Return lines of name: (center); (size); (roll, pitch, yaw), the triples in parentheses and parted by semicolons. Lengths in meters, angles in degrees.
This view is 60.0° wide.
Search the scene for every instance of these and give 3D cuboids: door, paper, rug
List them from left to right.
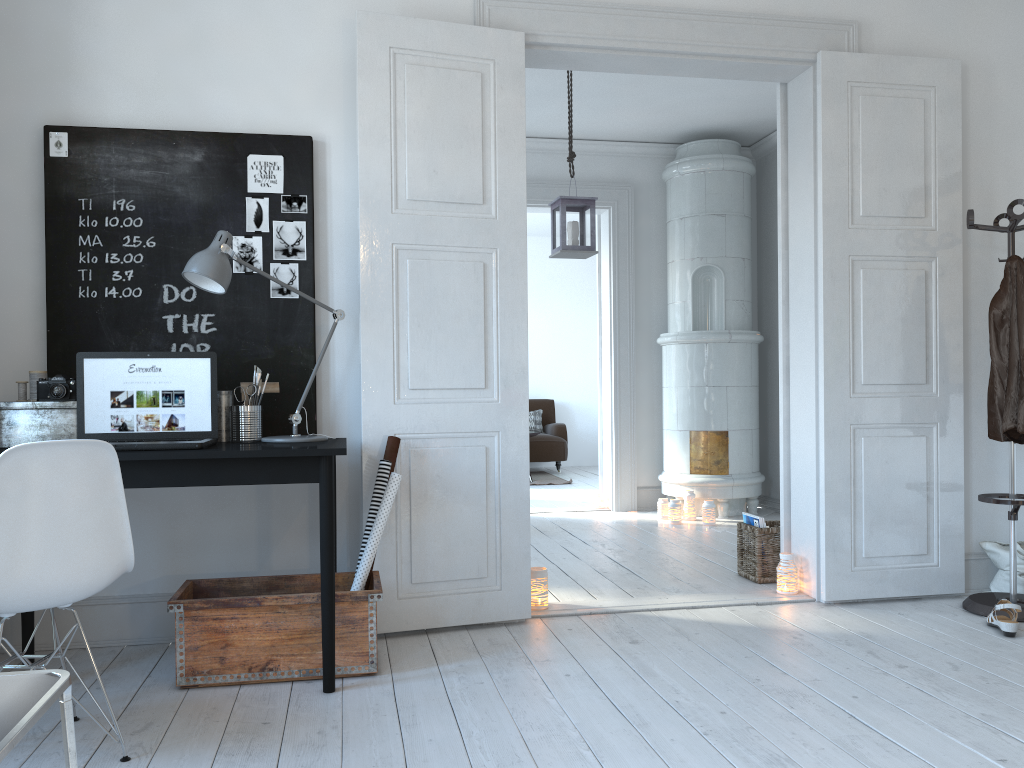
paper: (-0.518, 0.608, 3.123); (0.043, 0.669, 0.266); (0, 1, 35)
paper: (-0.506, 0.624, 3.065); (0.283, 0.626, 0.041); (-1, 1, -32)
paper: (-0.505, 0.566, 3.196); (0.048, 0.747, 0.297); (0, 1, 35)
rug: (-0.347, 0.985, 9.369); (1.710, 0.055, 1.456); (-1, -1, -10)
door: (0.098, -0.267, 6.783); (2.598, 2.506, 0.577); (-1, 0, -11)
door: (0.654, -0.300, 3.819); (2.598, 2.506, 0.577); (-1, 0, -11)

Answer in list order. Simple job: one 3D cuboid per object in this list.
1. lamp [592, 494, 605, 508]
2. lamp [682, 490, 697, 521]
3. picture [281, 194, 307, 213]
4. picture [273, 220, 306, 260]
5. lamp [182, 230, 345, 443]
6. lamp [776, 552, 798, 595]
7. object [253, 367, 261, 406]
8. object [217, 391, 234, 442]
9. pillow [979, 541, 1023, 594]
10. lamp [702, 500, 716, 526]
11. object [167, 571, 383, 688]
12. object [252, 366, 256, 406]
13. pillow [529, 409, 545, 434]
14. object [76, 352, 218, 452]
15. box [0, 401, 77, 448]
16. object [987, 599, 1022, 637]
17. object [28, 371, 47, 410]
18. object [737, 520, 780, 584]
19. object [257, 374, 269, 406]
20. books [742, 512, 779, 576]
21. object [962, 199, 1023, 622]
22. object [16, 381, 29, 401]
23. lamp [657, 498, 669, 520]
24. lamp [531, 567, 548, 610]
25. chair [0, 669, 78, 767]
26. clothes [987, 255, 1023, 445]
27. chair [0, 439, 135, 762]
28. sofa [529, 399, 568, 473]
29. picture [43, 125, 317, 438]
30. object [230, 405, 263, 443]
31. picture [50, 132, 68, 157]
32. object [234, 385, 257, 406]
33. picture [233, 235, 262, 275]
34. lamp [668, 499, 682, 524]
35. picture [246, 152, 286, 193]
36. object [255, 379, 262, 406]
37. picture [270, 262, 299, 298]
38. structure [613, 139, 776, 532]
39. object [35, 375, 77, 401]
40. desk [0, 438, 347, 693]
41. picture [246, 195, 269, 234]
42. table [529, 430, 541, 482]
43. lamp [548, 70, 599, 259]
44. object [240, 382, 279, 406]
lamp: (0.674, 0.913, 6.913); (0.093, 0.110, 0.093); (-1, 0, 6)
lamp: (1.257, 0.860, 6.282); (0.098, 0.210, 0.098); (-1, 0, -6)
picture: (-0.827, -0.686, 3.367); (0.095, 0.071, 0.001); (-1, 1, -11)
picture: (-0.844, -0.547, 3.364); (0.121, 0.153, 0.002); (-1, 1, -11)
lamp: (-0.846, -0.153, 3.089); (0.616, 0.716, 0.230); (-1, 0, -40)
lamp: (1.229, 0.847, 3.959); (0.093, 0.180, 0.093); (-1, 0, -28)
object: (-0.918, 0.070, 3.160); (0.012, 0.264, 0.062); (0, 1, 32)
object: (-1.042, 0.118, 3.195); (0.079, 0.188, 0.079); (-1, 0, -32)
pillow: (2.259, 0.775, 3.857); (0.317, 0.314, 0.273); (-1, 0, -10)
lamp: (1.344, 0.878, 6.048); (0.089, 0.166, 0.089); (-1, 0, -12)
object: (-0.776, 0.818, 2.985); (0.664, 0.282, 0.339); (-1, 0, -11)
object: (-0.923, 0.067, 3.159); (0.008, 0.267, 0.060); (-1, 0, 6)
pillow: (0.114, 0.439, 10.335); (0.542, 0.288, 0.183); (-1, 0, -10)
object: (-1.189, 0.048, 2.815); (0.445, 0.315, 0.325); (-1, 0, -11)
box: (-1.576, 0.134, 3.006); (0.317, 0.152, 0.193); (-1, 0, -11)
object: (1.870, 0.870, 3.377); (0.099, 0.126, 0.272); (-1, 0, 22)
object: (-1.607, 0.020, 2.974); (0.056, 0.130, 0.167); (-1, 0, -12)
object: (1.274, 0.816, 4.339); (0.270, 0.265, 0.224); (-1, 0, -11)
object: (-0.901, 0.083, 3.148); (0.084, 0.240, 0.009); (-1, 1, -34)
books: (1.260, 0.783, 4.337); (0.201, 0.300, 0.179); (-1, 0, -11)
object: (2.051, 0.104, 3.635); (0.374, 1.658, 0.374); (-1, 0, -3)
object: (-1.673, 0.025, 3.029); (0.040, 0.069, 0.040); (-1, 0, -23)
lamp: (1.084, 0.894, 6.350); (0.084, 0.146, 0.084); (-1, 0, -6)
lamp: (0.108, 0.861, 3.738); (0.089, 0.166, 0.089); (-1, 0, -18)
chair: (-0.937, 0.547, 1.234); (0.562, 0.797, 0.524); (-1, 0, -11)
clothes: (2.044, -0.137, 3.561); (0.237, 0.770, 0.211); (0, 0, 23)
chair: (-1.226, 0.545, 2.248); (0.554, 0.824, 0.474); (0, 0, 44)
sofa: (-0.487, 0.596, 10.116); (2.165, 0.825, 0.968); (-1, 0, -11)
picture: (-1.227, -0.357, 3.324); (0.953, 1.172, 0.064); (-1, 1, -11)
object: (-0.940, 0.141, 3.141); (0.108, 0.128, 0.108); (-1, 0, 4)
picture: (-1.643, -0.868, 3.213); (0.061, 0.088, 0.004); (-1, 1, -14)
object: (-0.953, 0.101, 3.150); (0.081, 0.198, 0.050); (-1, 0, 14)
picture: (-0.995, -0.486, 3.336); (0.107, 0.150, 0.001); (-1, 1, -11)
lamp: (1.126, 0.882, 6.123); (0.089, 0.166, 0.089); (-1, 0, -9)
picture: (-0.928, -0.798, 3.346); (0.147, 0.154, 0.004); (-1, 1, -11)
object: (-0.914, 0.092, 3.151); (0.009, 0.222, 0.082); (0, 0, 19)
picture: (-0.863, -0.394, 3.361); (0.103, 0.136, 0.001); (-1, 1, -11)
structure: (1.359, -0.364, 6.467); (0.800, 2.828, 1.247); (0, 0, 34)
object: (-1.501, 0.013, 2.926); (0.137, 0.087, 0.073); (-1, 0, -11)
desk: (-1.129, 0.584, 2.917); (1.159, 0.759, 0.651); (-1, 0, -11)
picture: (-0.959, -0.638, 3.342); (0.083, 0.146, 0.002); (-1, 1, -11)
table: (-0.346, 0.760, 9.341); (1.300, 0.503, 1.300); (-1, 0, -20)
lamp: (0.345, -1.622, 5.120); (0.228, 1.762, 0.228); (-1, 1, -14)
object: (-0.906, 0.098, 3.202); (0.138, 0.209, 0.034); (-1, 1, -31)
